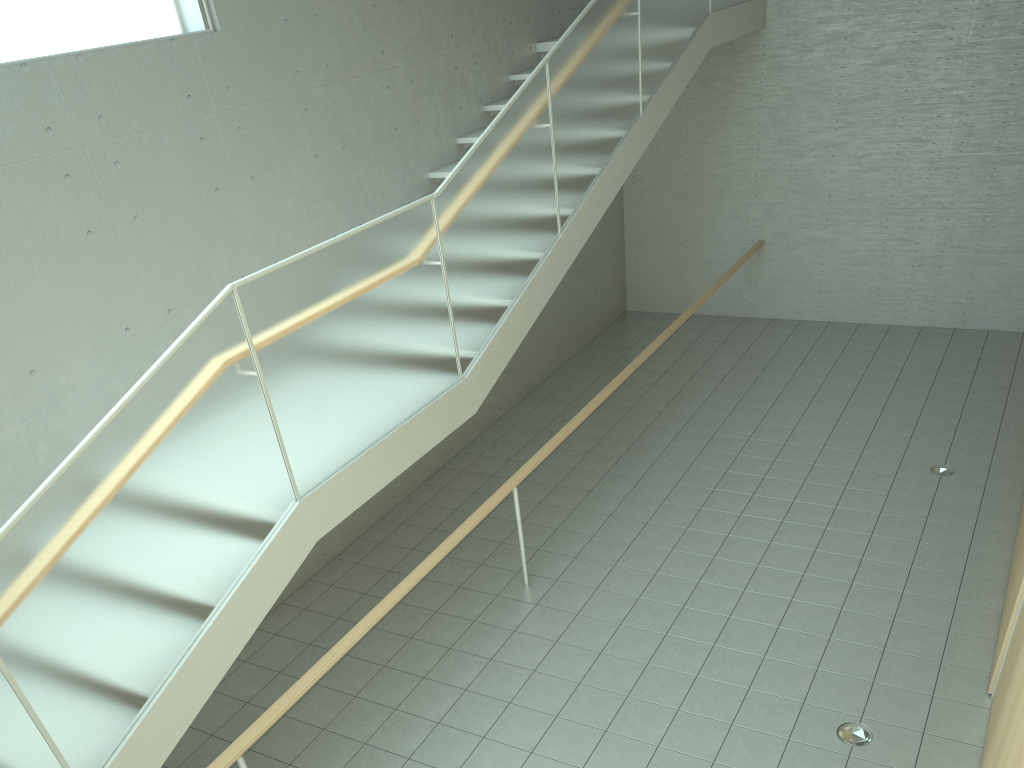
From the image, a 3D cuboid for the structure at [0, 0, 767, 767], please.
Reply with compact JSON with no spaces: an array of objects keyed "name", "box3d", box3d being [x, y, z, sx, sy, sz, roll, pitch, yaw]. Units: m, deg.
[{"name":"structure","box3d":[-1.090,-0.231,5.246,1.832,4.898,11.253,14,34,30]}]
